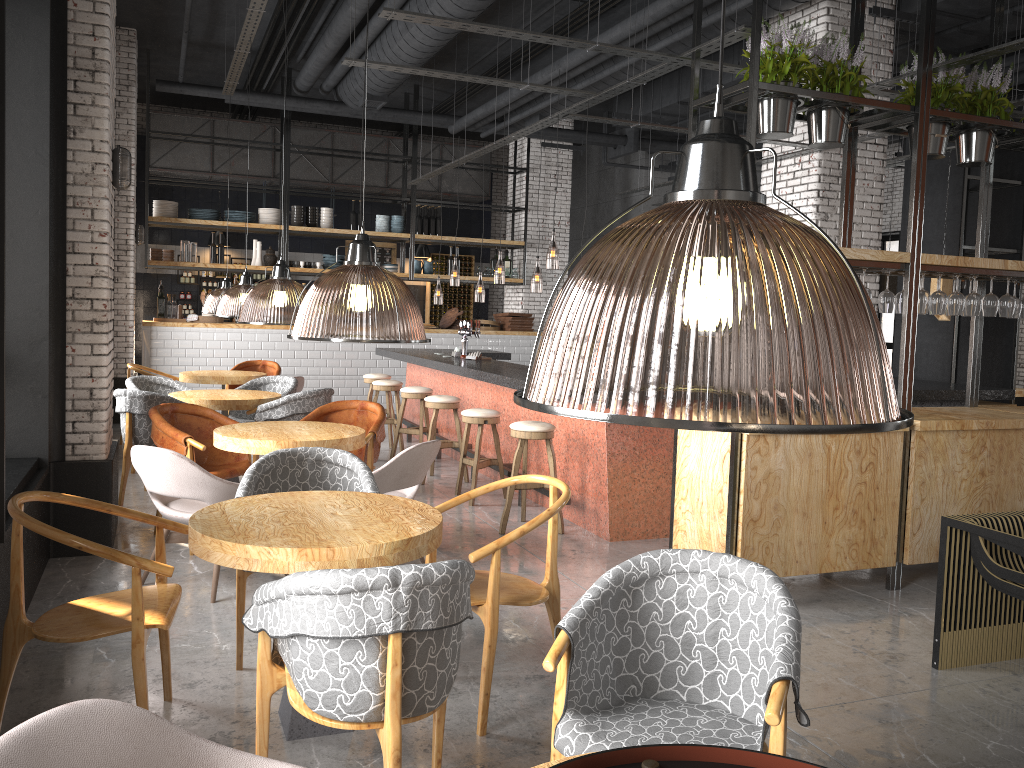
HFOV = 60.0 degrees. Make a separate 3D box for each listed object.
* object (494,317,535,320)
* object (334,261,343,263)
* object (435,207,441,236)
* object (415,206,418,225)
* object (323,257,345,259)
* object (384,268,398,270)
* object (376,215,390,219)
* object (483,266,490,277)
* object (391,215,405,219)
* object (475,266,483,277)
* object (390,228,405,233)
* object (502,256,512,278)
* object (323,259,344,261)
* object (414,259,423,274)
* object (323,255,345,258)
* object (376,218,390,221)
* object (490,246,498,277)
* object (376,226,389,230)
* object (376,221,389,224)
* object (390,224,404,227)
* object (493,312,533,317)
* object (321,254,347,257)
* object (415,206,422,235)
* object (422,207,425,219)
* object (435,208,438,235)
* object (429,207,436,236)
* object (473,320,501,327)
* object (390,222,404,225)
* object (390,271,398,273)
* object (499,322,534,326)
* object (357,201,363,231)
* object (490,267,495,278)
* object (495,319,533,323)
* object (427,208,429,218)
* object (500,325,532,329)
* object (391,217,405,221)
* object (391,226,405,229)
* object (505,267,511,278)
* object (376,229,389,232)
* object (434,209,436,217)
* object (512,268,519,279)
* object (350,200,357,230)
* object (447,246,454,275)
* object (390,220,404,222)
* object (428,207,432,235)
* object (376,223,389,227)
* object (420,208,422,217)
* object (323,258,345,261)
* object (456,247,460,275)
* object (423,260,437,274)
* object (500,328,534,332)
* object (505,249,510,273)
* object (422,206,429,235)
[{"bbox_3d":[0.030,-1.048,14.138,0.405,0.044,0.636,0,5,-28],"label":"object"},{"bbox_3d":[-2.702,-1.846,13.448,0.334,0.039,0.335,0,5,-22],"label":"object"},{"bbox_3d":[-1.143,-2.537,13.888,0.098,0.458,0.098,-1,5,-44],"label":"object"},{"bbox_3d":[-1.497,-2.550,13.892,0.098,0.458,0.098,2,3,0],"label":"object"},{"bbox_3d":[-2.700,-1.902,13.445,0.335,0.036,0.335,-1,5,-32],"label":"object"},{"bbox_3d":[-1.902,-1.781,13.773,0.265,0.038,0.265,2,5,1],"label":"object"},{"bbox_3d":[-1.991,-2.566,13.676,0.210,0.074,0.210,1,5,-17],"label":"object"},{"bbox_3d":[-0.409,-1.797,14.212,0.118,0.180,0.118,4,4,27],"label":"object"},{"bbox_3d":[-1.771,-2.555,13.744,0.218,0.091,0.219,2,4,-4],"label":"object"},{"bbox_3d":[-0.529,-1.799,14.183,0.118,0.180,0.118,4,4,32],"label":"object"},{"bbox_3d":[-1.778,-2.362,13.751,0.219,0.085,0.219,5,6,37],"label":"object"},{"bbox_3d":[-0.094,-1.920,14.537,0.157,0.405,0.106,1,4,-18],"label":"object"},{"bbox_3d":[-2.700,-1.860,13.449,0.335,0.052,0.334,3,5,16],"label":"object"},{"bbox_3d":[-1.482,-1.835,13.934,0.198,0.230,0.166,1,4,-15],"label":"object"},{"bbox_3d":[-2.698,-1.916,13.445,0.334,0.048,0.335,-1,6,-35],"label":"object"},{"bbox_3d":[-1.995,-2.523,13.677,0.210,0.076,0.210,6,6,42],"label":"object"},{"bbox_3d":[-0.260,-1.993,14.449,0.157,0.553,0.106,1,4,-18],"label":"object"},{"bbox_3d":[-2.001,-2.394,13.687,0.210,0.069,0.210,5,5,34],"label":"object"},{"bbox_3d":[-2.000,-2.481,13.680,0.210,0.078,0.210,2,4,0],"label":"object"},{"bbox_3d":[-1.779,-2.427,13.745,0.218,0.092,0.219,-1,5,-32],"label":"object"},{"bbox_3d":[0.007,-1.087,14.058,0.406,0.094,0.637,0,5,-24],"label":"object"},{"bbox_3d":[-2.698,-1.935,13.442,0.373,0.050,0.373,2,5,0],"label":"object"},{"bbox_3d":[-1.447,-2.538,13.766,0.098,0.458,0.098,2,3,0],"label":"object"},{"bbox_3d":[-1.397,-2.549,13.932,0.098,0.458,0.098,2,3,0],"label":"object"},{"bbox_3d":[-1.193,-2.549,14.013,0.098,0.458,0.098,-1,5,-44],"label":"object"},{"bbox_3d":[-1.243,-2.537,13.848,0.098,0.458,0.098,-1,5,-44],"label":"object"},{"bbox_3d":[-0.399,-0.967,13.988,0.437,0.154,0.440,4,5,25],"label":"object"},{"bbox_3d":[-1.779,-2.459,13.747,0.218,0.092,0.219,3,5,14],"label":"object"},{"bbox_3d":[-1.902,-1.741,13.776,0.263,0.026,0.263,3,5,13],"label":"object"},{"bbox_3d":[0.027,-0.959,14.144,0.405,0.044,0.637,0,5,-25],"label":"object"},{"bbox_3d":[-2.310,-2.553,13.501,0.098,0.470,0.098,2,3,0],"label":"object"},{"bbox_3d":[-0.292,-1.796,14.248,0.118,0.180,0.118,3,4,11],"label":"object"},{"bbox_3d":[0.028,-1.003,14.141,0.405,0.044,0.637,0,5,-21],"label":"object"},{"bbox_3d":[-1.343,-2.561,14.099,0.098,0.458,0.098,-1,5,-44],"label":"object"},{"bbox_3d":[0.025,-0.915,14.146,0.405,0.044,0.637,0,5,-19],"label":"object"},{"bbox_3d":[-1.767,-2.524,13.746,0.218,0.096,0.219,-1,6,-38],"label":"object"},{"bbox_3d":[-1.773,-2.395,13.752,0.218,0.092,0.219,-2,6,-38],"label":"object"},{"bbox_3d":[-0.079,-1.798,14.368,0.118,0.180,0.118,-1,5,-38],"label":"object"},{"bbox_3d":[-2.001,-2.350,13.691,0.210,0.065,0.210,2,5,-4],"label":"object"},{"bbox_3d":[-1.243,-2.561,14.139,0.098,0.458,0.098,-1,5,-44],"label":"object"},{"bbox_3d":[0.054,-1.793,14.365,0.118,0.180,0.118,2,4,2],"label":"object"},{"bbox_3d":[-2.410,-2.553,13.461,0.098,0.470,0.098,2,3,0],"label":"object"},{"bbox_3d":[-0.979,-1.956,14.145,0.098,0.470,0.098,0,4,-34],"label":"object"},{"bbox_3d":[-1.778,-2.491,13.746,0.218,0.092,0.219,4,5,19],"label":"object"},{"bbox_3d":[-1.293,-2.549,13.973,0.098,0.458,0.098,-1,5,-44],"label":"object"},{"bbox_3d":[-1.998,-2.438,13.689,0.210,0.074,0.210,6,6,43],"label":"object"},{"bbox_3d":[-1.447,-2.561,14.057,0.098,0.458,0.098,2,3,0],"label":"object"},{"bbox_3d":[-2.701,-1.875,13.448,0.335,0.051,0.334,2,5,-5],"label":"object"},{"bbox_3d":[-0.879,-1.956,14.186,0.098,0.470,0.098,1,4,-14],"label":"object"},{"bbox_3d":[-1.313,-1.834,13.988,0.199,0.230,0.166,5,5,39],"label":"object"},{"bbox_3d":[0.024,-0.871,14.149,0.405,0.044,0.636,0,5,-26],"label":"object"},{"bbox_3d":[-0.090,-1.995,14.528,0.140,0.549,0.097,1,4,-18],"label":"object"},{"bbox_3d":[-1.347,-2.537,13.806,0.098,0.458,0.098,2,3,0],"label":"object"}]
